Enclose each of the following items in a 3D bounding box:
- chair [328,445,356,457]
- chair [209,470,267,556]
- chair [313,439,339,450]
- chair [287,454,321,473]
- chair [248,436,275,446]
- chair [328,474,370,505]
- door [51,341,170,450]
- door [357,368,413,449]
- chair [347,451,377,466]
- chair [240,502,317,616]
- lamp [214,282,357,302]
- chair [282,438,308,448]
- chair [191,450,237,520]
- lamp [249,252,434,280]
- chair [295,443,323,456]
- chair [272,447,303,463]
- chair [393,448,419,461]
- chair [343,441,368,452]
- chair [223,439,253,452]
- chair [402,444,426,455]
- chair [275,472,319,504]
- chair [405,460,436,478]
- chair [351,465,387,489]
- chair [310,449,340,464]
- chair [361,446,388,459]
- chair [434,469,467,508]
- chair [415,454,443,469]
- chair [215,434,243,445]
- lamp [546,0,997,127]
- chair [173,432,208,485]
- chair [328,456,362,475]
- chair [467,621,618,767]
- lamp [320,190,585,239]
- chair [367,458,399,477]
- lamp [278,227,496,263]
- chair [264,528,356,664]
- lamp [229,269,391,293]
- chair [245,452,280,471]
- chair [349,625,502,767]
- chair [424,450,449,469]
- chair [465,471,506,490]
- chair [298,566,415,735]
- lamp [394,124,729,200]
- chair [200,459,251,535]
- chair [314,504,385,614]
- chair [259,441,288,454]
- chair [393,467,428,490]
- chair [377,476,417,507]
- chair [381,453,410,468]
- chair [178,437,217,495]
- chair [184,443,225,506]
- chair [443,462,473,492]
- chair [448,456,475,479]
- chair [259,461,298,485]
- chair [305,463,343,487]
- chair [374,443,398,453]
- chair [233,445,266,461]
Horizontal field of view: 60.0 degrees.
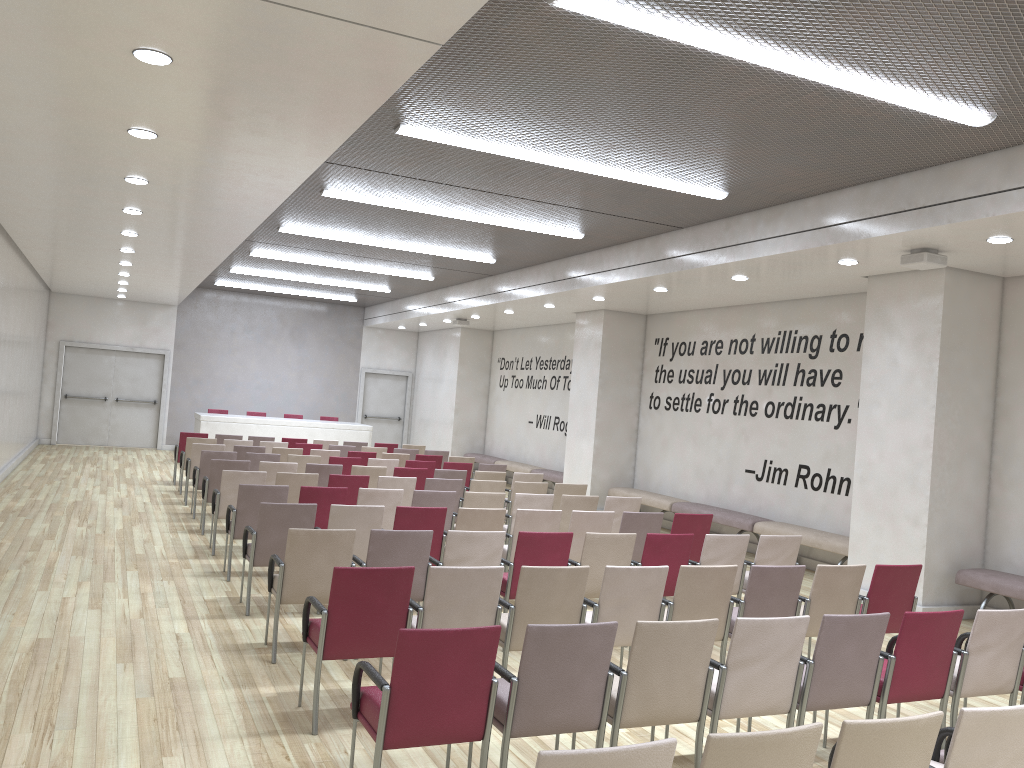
[{"bbox_3d":[-2.937,1.449,14.839,0.513,0.890,0.640,5,-1,-24],"label":"chair"},{"bbox_3d":[-2.921,1.339,9.451,0.513,0.890,0.640,5,-1,-24],"label":"chair"},{"bbox_3d":[-3.443,1.432,15.970,0.513,0.890,0.640,5,-1,-24],"label":"chair"},{"bbox_3d":[-2.934,1.394,12.146,0.513,0.890,0.640,5,-1,-24],"label":"chair"},{"bbox_3d":[-4.455,1.342,15.517,0.513,0.890,0.640,5,-1,-23],"label":"chair"},{"bbox_3d":[-1.919,1.429,9.901,0.513,0.890,0.640,5,-1,-24],"label":"chair"},{"bbox_3d":[-9.466,0.297,20.972,2.373,2.400,0.200,5,-1,-24],"label":"door"},{"bbox_3d":[-3.451,0.833,23.696,1.400,2.400,0.200,5,-1,-24],"label":"door"},{"bbox_3d":[-2.427,1.467,13.718,0.513,0.890,0.640,5,-1,-25],"label":"chair"},{"bbox_3d":[-1.907,1.374,7.220,0.513,0.890,0.640,5,-1,-25],"label":"chair"},{"bbox_3d":[-5.298,-2.158,20.947,3.304,0.045,0.198,5,-1,-24],"label":"lamp"},{"bbox_3d":[-3.947,1.387,15.738,0.513,0.890,0.640,5,-1,-25],"label":"chair"},{"bbox_3d":[-3.932,1.305,11.699,0.513,0.890,0.640,5,-1,-25],"label":"chair"},{"bbox_3d":[-2.971,-2.079,15.789,3.304,0.045,0.198,5,-1,-24],"label":"lamp"},{"bbox_3d":[-3.441,1.405,14.628,0.513,0.890,0.640,5,-1,-24],"label":"chair"},{"bbox_3d":[-3.446,1.376,13.270,0.513,0.890,0.640,5,-1,-25],"label":"chair"},{"bbox_3d":[-1.937,1.538,15.289,0.513,0.890,0.640,5,-1,-24],"label":"chair"},{"bbox_3d":[-2.953,1.476,16.181,0.513,0.890,0.640,5,-1,-23],"label":"chair"},{"bbox_3d":[-4.438,1.316,14.159,0.513,0.890,0.640,5,-1,-24],"label":"chair"},{"bbox_3d":[-1.956,1.565,16.630,0.513,0.890,0.640,5,-1,-24],"label":"chair"},{"bbox_3d":[-2.426,1.383,9.673,0.513,0.890,0.640,5,-1,-24],"label":"chair"},{"bbox_3d":[-1.439,1.527,12.815,0.513,0.890,0.640,5,-1,-24],"label":"chair"},{"bbox_3d":[-1.917,1.457,11.246,0.513,0.890,0.640,5,-1,-24],"label":"chair"},{"bbox_3d":[-2.932,1.422,13.490,0.513,0.890,0.640,5,-1,-24],"label":"chair"},{"bbox_3d":[-2.450,1.493,15.072,0.513,0.890,0.640,5,-1,-25],"label":"chair"},{"bbox_3d":[-0.938,1.544,11.704,0.513,0.890,0.640,5,-1,-24],"label":"chair"},{"bbox_3d":[-1.449,1.554,14.173,0.513,0.890,0.640,5,-1,-25],"label":"chair"},{"bbox_3d":[-4.944,1.298,15.283,0.513,0.890,0.640,5,-1,-24],"label":"chair"},{"bbox_3d":[1.725,-1.919,5.386,3.304,0.045,0.198,5,-1,-24],"label":"lamp"},{"bbox_3d":[-5.453,1.253,15.051,0.513,0.890,0.640,5,-1,-24],"label":"chair"},{"bbox_3d":[-2.431,1.439,12.384,0.513,0.890,0.640,5,-1,-25],"label":"chair"},{"bbox_3d":[0.113,1.471,4.086,0.513,0.890,0.640,5,-1,-24],"label":"chair"},{"bbox_3d":[-0.625,-1.999,10.592,3.304,0.045,0.198,5,-1,-24],"label":"lamp"},{"bbox_3d":[-1.936,1.483,12.599,0.513,0.890,0.640,5,-1,-24],"label":"chair"},{"bbox_3d":[-1.785,-2.038,13.163,3.304,0.045,0.198,5,-1,-24],"label":"lamp"},{"bbox_3d":[-1.393,1.392,6.093,0.513,0.890,0.640,5,-1,-23],"label":"chair"},{"bbox_3d":[-4.125,-2.118,18.347,3.304,0.045,0.198,5,-1,-24],"label":"lamp"},{"bbox_3d":[-3.426,1.350,11.922,0.513,0.890,0.640,5,-1,-25],"label":"chair"},{"bbox_3d":[-0.401,1.425,3.853,0.513,0.890,0.640,5,-1,-25],"label":"chair"},{"bbox_3d":[-1.437,1.583,15.513,0.513,0.890,0.640,5,-1,-24],"label":"chair"},{"bbox_3d":[-0.434,1.589,11.924,0.513,0.890,0.640,5,-1,-25],"label":"chair"},{"bbox_3d":[-0.884,1.409,4.971,0.513,0.890,0.640,5,-1,-25],"label":"chair"},{"bbox_3d":[0.553,-1.959,7.983,3.304,0.045,0.198,5,-1,-24],"label":"lamp"},{"bbox_3d":[-3.422,1.323,10.582,0.513,0.890,0.640,5,-1,-23],"label":"chair"},{"bbox_3d":[-1.397,1.419,7.434,0.513,0.890,0.640,5,-1,-24],"label":"chair"},{"bbox_3d":[-3.948,1.360,14.395,0.513,0.890,0.640,5,-1,-25],"label":"chair"},{"bbox_3d":[-1.431,1.500,11.487,0.513,0.890,0.640,5,-1,-25],"label":"chair"},{"bbox_3d":[-1.429,1.473,10.136,0.513,0.890,0.640,5,-1,-25],"label":"chair"},{"bbox_3d":[-1.944,1.510,13.948,0.513,0.890,0.640,5,-1,-25],"label":"chair"},{"bbox_3d":[-4.942,1.271,13.943,0.513,0.890,0.640,5,-1,-25],"label":"chair"},{"bbox_3d":[-4.438,1.288,12.807,0.513,0.890,0.640,5,-1,-23],"label":"chair"},{"bbox_3d":[-0.927,1.573,13.058,0.513,0.890,0.640,5,-1,-24],"label":"chair"},{"bbox_3d":[-0.949,1.599,14.397,0.513,0.890,0.640,5,-1,-25],"label":"chair"},{"bbox_3d":[-2.921,1.367,10.793,0.513,0.890,0.640,5,-1,-24],"label":"chair"},{"bbox_3d":[-2.422,1.412,11.020,0.513,0.890,0.640,5,-1,-24],"label":"chair"},{"bbox_3d":[-2.441,1.521,16.415,0.513,0.890,0.640,5,-1,-25],"label":"chair"},{"bbox_3d":[-3.933,1.333,13.037,0.513,0.890,0.640,5,-1,-25],"label":"chair"}]
